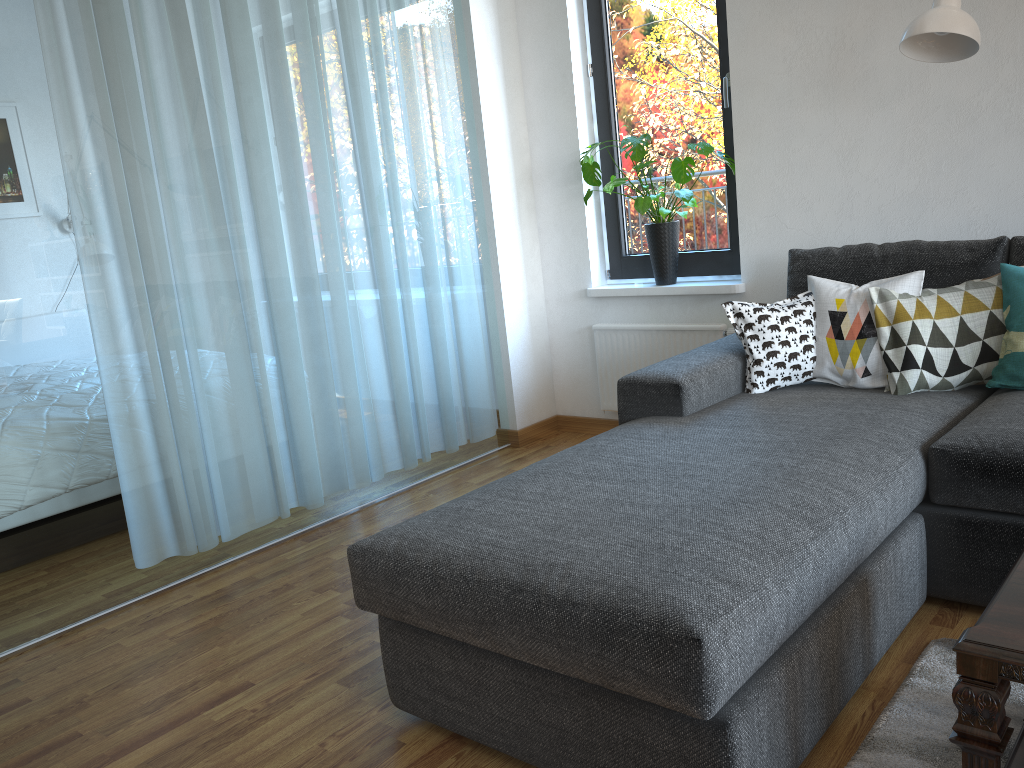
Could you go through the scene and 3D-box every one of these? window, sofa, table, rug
[{"bbox_3d":[5.106,-2.106,16.924,24.324,18.425,13.964,-17,15,-41],"label":"window"},{"bbox_3d":[1.261,0.170,1.874,2.507,0.850,2.158,3,15,41],"label":"sofa"},{"bbox_3d":[1.275,0.531,1.134,1.179,0.410,0.568,3,15,41],"label":"table"},{"bbox_3d":[1.354,0.738,1.110,1.812,0.034,1.049,3,15,40],"label":"rug"}]

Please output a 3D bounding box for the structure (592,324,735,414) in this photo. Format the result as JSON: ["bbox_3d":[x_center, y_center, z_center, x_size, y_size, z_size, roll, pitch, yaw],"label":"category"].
[{"bbox_3d":[0.708,-0.029,3.793,0.817,0.461,0.076,3,15,38],"label":"structure"}]

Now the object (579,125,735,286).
[{"bbox_3d":[0.570,-0.729,3.632,0.657,0.677,0.446,1,14,32],"label":"object"}]

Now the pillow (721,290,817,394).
[{"bbox_3d":[0.849,-0.127,2.806,0.334,0.321,0.159,-9,12,-13],"label":"pillow"}]

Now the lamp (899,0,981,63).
[{"bbox_3d":[1.313,-1.255,2.492,0.696,0.672,0.200,-16,15,-38],"label":"lamp"}]

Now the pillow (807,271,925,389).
[{"bbox_3d":[1.070,-0.164,2.724,0.360,0.345,0.172,4,15,40],"label":"pillow"}]

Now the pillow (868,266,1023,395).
[{"bbox_3d":[1.297,-0.150,2.628,0.454,0.364,0.242,-5,12,8],"label":"pillow"}]

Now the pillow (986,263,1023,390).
[{"bbox_3d":[1.538,-0.158,2.403,0.414,0.341,0.272,3,15,40],"label":"pillow"}]
